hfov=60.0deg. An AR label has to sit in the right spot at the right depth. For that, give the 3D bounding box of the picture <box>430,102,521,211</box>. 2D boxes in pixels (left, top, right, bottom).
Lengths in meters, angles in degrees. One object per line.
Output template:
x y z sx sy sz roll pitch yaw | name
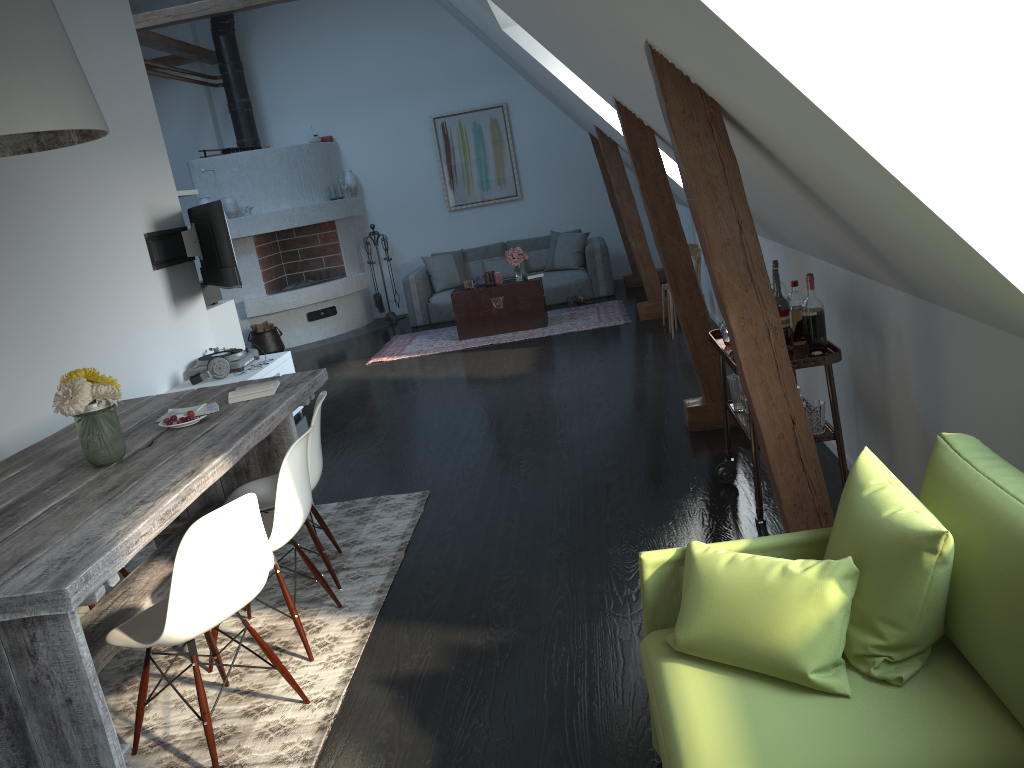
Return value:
-0.457 -2.859 11.190 0.965 1.185 0.025 -9 13 6 | picture

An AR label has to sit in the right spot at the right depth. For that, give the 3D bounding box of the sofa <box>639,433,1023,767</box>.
0.708 0.788 1.235 0.898 0.825 2.093 -9 13 5 | sofa

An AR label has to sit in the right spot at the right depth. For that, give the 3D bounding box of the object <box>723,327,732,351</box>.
0.907 -0.280 3.618 0.114 0.292 0.114 -15 14 -21 | object

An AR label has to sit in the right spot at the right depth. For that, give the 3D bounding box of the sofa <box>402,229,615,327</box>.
-0.036 -1.340 10.802 2.458 0.770 1.107 -9 13 6 | sofa

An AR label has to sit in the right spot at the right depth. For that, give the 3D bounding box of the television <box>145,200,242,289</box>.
-2.468 -0.974 6.614 0.537 0.652 1.005 -17 15 -28 | television

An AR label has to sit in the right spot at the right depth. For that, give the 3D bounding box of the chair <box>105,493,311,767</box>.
-0.966 0.730 2.753 0.542 0.801 0.465 -2 16 31 | chair

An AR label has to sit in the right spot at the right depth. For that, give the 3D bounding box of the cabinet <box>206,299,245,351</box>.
-2.762 -0.150 7.487 0.869 0.921 0.638 -9 13 6 | cabinet

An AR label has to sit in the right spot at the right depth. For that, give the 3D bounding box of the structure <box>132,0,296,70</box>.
-4.212 -2.987 6.023 10.230 3.562 15.910 -7 14 11 | structure

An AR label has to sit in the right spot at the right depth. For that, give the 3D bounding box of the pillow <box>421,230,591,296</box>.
-0.052 -1.489 10.665 2.075 0.515 0.444 -9 13 6 | pillow

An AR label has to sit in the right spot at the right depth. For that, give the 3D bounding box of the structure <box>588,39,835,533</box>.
1.145 -0.658 4.531 1.023 1.963 12.350 -9 13 6 | structure

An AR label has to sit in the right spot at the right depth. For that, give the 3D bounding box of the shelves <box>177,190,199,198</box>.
-3.375 -1.398 7.119 1.604 0.038 0.478 -9 13 6 | shelves

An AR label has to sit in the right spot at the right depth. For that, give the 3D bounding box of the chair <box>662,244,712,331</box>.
1.503 -0.863 7.821 0.342 0.696 0.329 -13 14 -11 | chair

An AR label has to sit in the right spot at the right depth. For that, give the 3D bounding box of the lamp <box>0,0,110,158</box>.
-2.031 -2.165 2.750 0.757 2.813 0.697 -19 16 -33 | lamp

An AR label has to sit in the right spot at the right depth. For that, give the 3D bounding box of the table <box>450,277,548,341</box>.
-0.119 -0.794 9.170 0.962 0.492 0.471 -9 13 6 | table

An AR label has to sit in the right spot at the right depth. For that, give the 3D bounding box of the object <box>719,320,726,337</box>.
0.998 -0.227 3.762 0.245 0.092 0.151 -1 16 34 | object

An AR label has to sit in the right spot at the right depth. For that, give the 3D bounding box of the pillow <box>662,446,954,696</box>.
0.624 0.430 1.944 0.600 0.387 0.475 -9 13 3 | pillow

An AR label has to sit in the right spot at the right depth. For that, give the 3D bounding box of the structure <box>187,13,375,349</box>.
-3.583 -2.878 11.308 3.058 4.752 3.049 -7 14 14 | structure

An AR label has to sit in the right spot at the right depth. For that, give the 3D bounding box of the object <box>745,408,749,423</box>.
0.980 0.149 3.530 0.092 0.099 0.092 -14 14 -16 | object

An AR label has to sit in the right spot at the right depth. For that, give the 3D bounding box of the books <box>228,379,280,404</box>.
-1.195 0.024 4.113 0.202 0.042 0.251 -11 13 -6 | books

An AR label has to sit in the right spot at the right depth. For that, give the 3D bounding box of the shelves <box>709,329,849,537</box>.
1.112 0.175 3.697 0.438 0.732 0.803 -10 13 2 | shelves

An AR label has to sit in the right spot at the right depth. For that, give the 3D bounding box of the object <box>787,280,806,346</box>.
1.144 -0.287 3.553 0.067 0.257 0.099 -7 14 11 | object

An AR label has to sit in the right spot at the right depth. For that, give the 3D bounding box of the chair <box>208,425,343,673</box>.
-0.926 0.589 3.312 0.542 0.801 0.465 -8 13 7 | chair

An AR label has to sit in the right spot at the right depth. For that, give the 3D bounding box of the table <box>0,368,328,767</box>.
-1.504 0.666 3.445 1.141 0.788 2.421 -9 13 6 | table

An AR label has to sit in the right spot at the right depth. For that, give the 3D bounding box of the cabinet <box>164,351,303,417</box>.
-2.030 0.153 6.587 0.623 0.507 1.069 -9 13 6 | cabinet

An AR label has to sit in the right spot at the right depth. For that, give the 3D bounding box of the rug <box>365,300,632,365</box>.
-0.106 -0.566 9.249 2.647 0.029 1.512 -9 13 6 | rug

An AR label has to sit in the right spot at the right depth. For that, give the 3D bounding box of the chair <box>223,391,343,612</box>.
-0.983 0.476 3.824 0.542 0.801 0.465 -12 13 -8 | chair

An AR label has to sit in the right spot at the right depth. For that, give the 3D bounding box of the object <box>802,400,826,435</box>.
1.165 0.131 3.425 0.095 0.119 0.095 -18 16 -31 | object

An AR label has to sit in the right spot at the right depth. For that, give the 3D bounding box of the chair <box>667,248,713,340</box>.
1.458 -0.762 7.433 0.342 0.696 0.329 -8 13 7 | chair

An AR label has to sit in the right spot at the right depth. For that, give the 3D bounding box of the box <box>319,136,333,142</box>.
-2.387 -3.073 11.190 0.229 0.078 0.127 -9 13 6 | box

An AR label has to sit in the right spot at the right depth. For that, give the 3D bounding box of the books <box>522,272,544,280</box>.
0.205 -1.119 9.161 0.179 0.034 0.243 -14 14 -16 | books

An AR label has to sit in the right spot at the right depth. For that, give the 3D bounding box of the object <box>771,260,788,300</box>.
1.127 -0.364 3.746 0.073 0.320 0.073 -11 13 -3 | object

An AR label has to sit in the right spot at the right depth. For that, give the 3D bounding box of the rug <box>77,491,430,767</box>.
-1.450 1.033 3.553 1.898 0.022 2.677 -9 13 6 | rug

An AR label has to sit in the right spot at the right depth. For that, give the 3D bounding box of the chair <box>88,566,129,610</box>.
-1.971 0.665 3.764 0.542 0.801 0.465 -10 13 2 | chair
